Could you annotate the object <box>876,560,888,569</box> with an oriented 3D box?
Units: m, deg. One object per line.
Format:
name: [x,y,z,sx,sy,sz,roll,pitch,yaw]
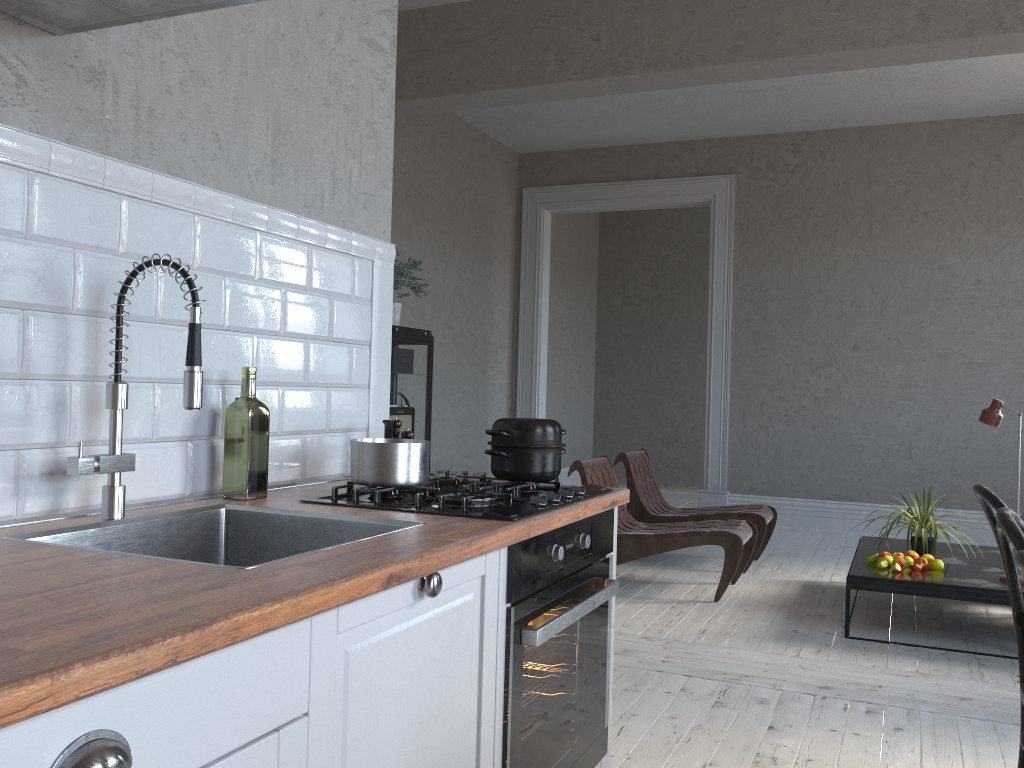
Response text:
object: [1.795,0.875,4.289,0.068,0.037,0.046,2,-1,-40]

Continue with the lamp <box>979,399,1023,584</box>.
lamp: [2.302,0.489,4.122,0.140,0.839,0.247,2,-1,-31]

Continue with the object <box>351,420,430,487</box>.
object: [-0.305,0.155,2.032,0.178,0.134,0.298,2,-1,-32]

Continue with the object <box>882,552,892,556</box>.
object: [1.870,0.868,4.436,0.057,0.058,0.056,2,-1,-42]

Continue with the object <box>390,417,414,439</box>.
object: [-0.297,0.171,2.370,0.072,0.167,0.036,1,-1,23]

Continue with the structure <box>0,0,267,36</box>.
structure: [-0.615,-1.420,1.139,0.702,1.596,0.723,1,-1,23]

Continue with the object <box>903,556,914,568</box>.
object: [1.927,0.868,4.316,0.062,0.058,0.060,2,0,-22]

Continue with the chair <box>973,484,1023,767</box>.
chair: [1.321,0.699,1.975,0.541,0.920,0.444,2,-1,21]

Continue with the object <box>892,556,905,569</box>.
object: [1.869,0.865,4.290,0.059,0.062,0.064,2,0,5]

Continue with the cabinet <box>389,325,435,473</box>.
cabinet: [-0.762,0.390,5.412,0.343,1.471,0.627,1,-1,24]

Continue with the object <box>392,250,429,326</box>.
object: [-0.733,-0.598,5.428,0.406,0.506,0.406,1,-1,39]

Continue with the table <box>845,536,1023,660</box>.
table: [2.201,1.057,4.549,0.836,0.303,1.330,1,0,24]

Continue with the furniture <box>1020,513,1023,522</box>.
furniture: [3.260,0.994,5.057,0.574,0.476,0.840,1,0,23]

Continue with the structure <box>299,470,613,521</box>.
structure: [-0.096,0.243,2.038,0.489,0.031,0.615,1,0,23]

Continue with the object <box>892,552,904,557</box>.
object: [1.932,0.867,4.436,0.063,0.063,0.060,2,-1,-35]

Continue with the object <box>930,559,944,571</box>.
object: [2.054,0.874,4.275,0.069,0.055,0.059,2,0,-10]

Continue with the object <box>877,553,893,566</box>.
object: [1.835,0.863,4.357,0.077,0.064,0.073,2,-1,-36]

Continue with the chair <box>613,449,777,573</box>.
chair: [1.218,0.826,5.910,1.001,0.721,0.515,1,-1,23]

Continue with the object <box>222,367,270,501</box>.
object: [-0.572,0.105,1.901,0.088,0.282,0.083,1,-1,23]

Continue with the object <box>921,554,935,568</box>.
object: [2.041,0.868,4.350,0.066,0.066,0.072,1,-1,28]

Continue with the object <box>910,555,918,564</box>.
object: [1.977,0.871,4.365,0.057,0.056,0.060,2,0,10]

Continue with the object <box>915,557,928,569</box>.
object: [1.988,0.870,4.301,0.057,0.058,0.058,2,0,6]

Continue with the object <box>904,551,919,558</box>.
object: [2.002,0.867,4.432,0.069,0.066,0.071,1,-1,38]

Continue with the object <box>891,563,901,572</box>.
object: [1.832,0.876,4.229,0.047,0.036,0.062,1,-1,34]

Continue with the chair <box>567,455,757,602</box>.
chair: [0.864,0.809,5.115,1.001,0.721,0.515,1,-1,23]

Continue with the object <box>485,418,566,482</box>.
object: [0.035,0.158,2.143,0.190,0.147,0.193,2,0,3]

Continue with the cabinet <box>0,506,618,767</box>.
cabinet: [-0.145,0.674,0.464,2.016,0.854,4.135,2,0,-20]

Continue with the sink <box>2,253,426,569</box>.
sink: [-0.490,0.135,1.493,0.520,0.720,0.493,1,-1,23]

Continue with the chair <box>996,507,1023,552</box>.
chair: [1.104,0.690,1.478,0.539,0.920,0.446,1,-1,31]

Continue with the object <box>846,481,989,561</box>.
object: [2.121,0.703,4.621,0.716,0.420,0.677,1,-1,41]

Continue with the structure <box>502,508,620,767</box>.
structure: [-0.128,0.606,2.049,0.609,0.623,0.631,1,0,23]

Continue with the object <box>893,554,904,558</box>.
object: [1.911,0.868,4.375,0.056,0.058,0.059,2,0,14]

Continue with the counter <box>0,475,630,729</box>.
counter: [0.339,0.277,0.435,3.113,0.039,3.442,1,0,23]

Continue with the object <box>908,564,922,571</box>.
object: [1.933,0.878,4.246,0.063,0.039,0.067,1,-1,29]

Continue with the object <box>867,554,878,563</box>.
object: [1.801,0.868,4.414,0.057,0.053,0.061,1,-1,30]

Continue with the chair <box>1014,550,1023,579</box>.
chair: [0.887,0.680,1.036,0.541,0.920,0.444,2,-1,21]
